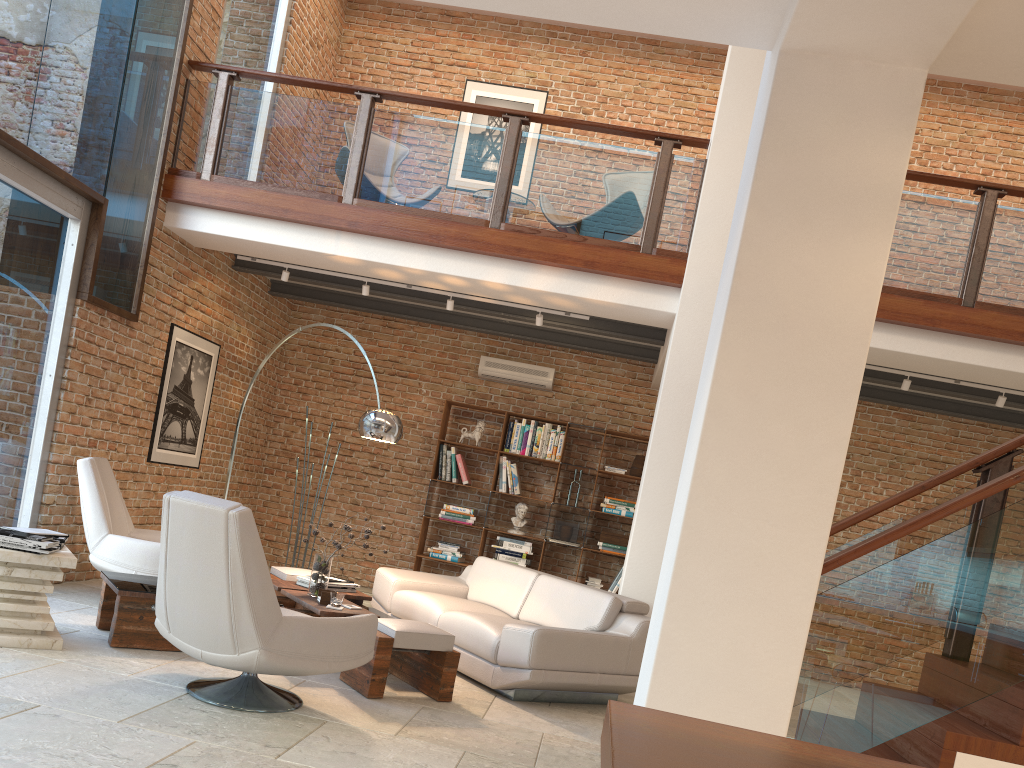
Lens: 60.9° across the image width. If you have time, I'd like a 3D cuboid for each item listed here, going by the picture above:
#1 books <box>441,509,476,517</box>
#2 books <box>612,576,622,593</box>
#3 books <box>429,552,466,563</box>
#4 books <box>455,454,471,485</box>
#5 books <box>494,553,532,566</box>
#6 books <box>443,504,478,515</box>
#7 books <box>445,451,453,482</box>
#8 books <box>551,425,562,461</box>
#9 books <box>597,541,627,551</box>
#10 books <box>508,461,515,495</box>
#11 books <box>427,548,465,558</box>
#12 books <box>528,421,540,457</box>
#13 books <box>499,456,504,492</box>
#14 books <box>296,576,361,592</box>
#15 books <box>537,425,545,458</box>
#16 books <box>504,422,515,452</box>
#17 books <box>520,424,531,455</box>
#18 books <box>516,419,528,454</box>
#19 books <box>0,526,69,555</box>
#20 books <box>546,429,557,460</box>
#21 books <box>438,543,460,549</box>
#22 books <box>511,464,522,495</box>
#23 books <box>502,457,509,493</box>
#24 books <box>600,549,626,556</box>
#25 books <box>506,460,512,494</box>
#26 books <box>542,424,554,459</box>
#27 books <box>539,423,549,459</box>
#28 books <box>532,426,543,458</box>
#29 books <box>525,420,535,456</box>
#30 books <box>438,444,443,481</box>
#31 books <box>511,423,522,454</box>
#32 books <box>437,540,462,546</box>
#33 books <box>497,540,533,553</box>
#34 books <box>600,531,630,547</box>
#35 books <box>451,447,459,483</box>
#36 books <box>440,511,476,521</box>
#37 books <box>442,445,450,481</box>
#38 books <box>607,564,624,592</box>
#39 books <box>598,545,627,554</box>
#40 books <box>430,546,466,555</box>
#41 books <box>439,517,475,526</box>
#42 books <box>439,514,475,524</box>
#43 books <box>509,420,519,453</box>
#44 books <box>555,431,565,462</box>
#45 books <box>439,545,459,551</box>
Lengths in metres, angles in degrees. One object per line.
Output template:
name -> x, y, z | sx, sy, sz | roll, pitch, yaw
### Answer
books -> -0.569, 1.394, 9.422 | 0.355, 0.020, 0.275 | 10, -8, 5
books -> 1.170, 2.055, 9.254 | 0.160, 0.371, 0.245 | 11, -1, 7
books -> -0.697, 1.874, 9.438 | 0.324, 0.055, 0.259 | 9, -8, 16
books -> -0.524, 0.929, 9.423 | 0.194, 0.317, 0.256 | 11, -1, 7
books -> 0.006, 1.876, 9.361 | 0.381, 0.064, 0.245 | 12, -7, -7
books -> -0.553, 1.357, 9.417 | 0.325, 0.055, 0.258 | 10, -7, 8
books -> -0.666, 0.897, 9.444 | 0.102, 0.333, 0.256 | 11, -1, 7
books -> 0.477, 0.642, 9.295 | 0.036, 0.382, 0.245 | 11, 0, 7
books -> 1.094, 1.724, 9.244 | 0.379, 0.036, 0.247 | 10, -8, 5
books -> 0.002, 1.011, 9.362 | 0.124, 0.347, 0.274 | 11, -1, 7
books -> -0.707, 1.826, 9.446 | 0.378, 0.036, 0.247 | 10, -8, 6
books -> 0.237, 0.599, 9.318 | 0.036, 0.382, 0.245 | 11, 0, 7
books -> -0.104, 0.975, 9.376 | 0.101, 0.382, 0.245 | 11, 0, 7
books -> -1.314, 1.418, 6.202 | 0.246, 0.074, 0.410 | 6, -9, 38
books -> 0.318, 0.627, 9.311 | 0.020, 0.358, 0.273 | 11, -1, 7
books -> -0.016, 0.582, 9.353 | 0.055, 0.328, 0.256 | 11, -1, 7
books -> 0.151, 0.612, 9.337 | 0.055, 0.328, 0.256 | 11, -1, 7
books -> 0.109, 0.574, 9.326 | 0.036, 0.382, 0.245 | 11, 0, 7
books -> -2.624, 0.838, 4.735 | 0.392, 0.079, 0.569 | 12, -8, -9
books -> 0.424, 0.660, 9.296 | 0.055, 0.328, 0.256 | 11, -1, 7
books -> -0.682, 1.752, 9.462 | 0.236, 0.019, 0.172 | 11, -8, -1
books -> 0.046, 1.026, 9.344 | 0.157, 0.328, 0.256 | 11, -1, 7
books -> -0.070, 0.978, 9.349 | 0.103, 0.382, 0.245 | 11, 0, 7
books -> 1.111, 1.796, 9.264 | 0.355, 0.020, 0.275 | 10, -8, 5
books -> -0.020, 1.006, 9.355 | 0.124, 0.347, 0.274 | 11, -1, 7
books -> 0.385, 0.626, 9.304 | 0.036, 0.382, 0.245 | 11, 0, 7
books -> 0.350, 0.621, 9.321 | 0.036, 0.382, 0.245 | 11, 0, 7
books -> 0.276, 0.632, 9.300 | 0.055, 0.328, 0.256 | 11, -1, 7
books -> 0.200, 0.590, 9.312 | 0.036, 0.382, 0.245 | 11, 0, 7
books -> -0.751, 0.852, 9.424 | 0.091, 0.383, 0.245 | 11, 0, 7
books -> 0.058, 0.592, 9.328 | 0.055, 0.328, 0.256 | 11, -1, 7
books -> -0.670, 1.725, 9.440 | 0.251, 0.017, 0.164 | 10, -8, 6
books -> 0.033, 1.739, 9.373 | 0.380, 0.064, 0.246 | 11, -7, 0
books -> 1.100, 1.647, 9.250 | 0.334, 0.118, 0.215 | 10, -5, 6
books -> -0.611, 0.879, 9.406 | 0.121, 0.380, 0.245 | 11, 0, 7
books -> -0.574, 1.419, 9.403 | 0.380, 0.036, 0.246 | 11, -8, 0
books -> -0.713, 0.860, 9.429 | 0.091, 0.383, 0.245 | 11, 0, 7
books -> 1.131, 2.052, 9.281 | 0.162, 0.371, 0.245 | 11, -1, 7
books -> 1.105, 1.768, 9.279 | 0.379, 0.036, 0.246 | 11, -8, 1
books -> -0.688, 1.800, 9.433 | 0.380, 0.018, 0.246 | 11, -8, -1
books -> -0.587, 1.485, 9.420 | 0.354, 0.020, 0.275 | 10, -8, 6
books -> -0.591, 1.454, 9.413 | 0.379, 0.036, 0.246 | 11, -8, 1
books -> 0.024, 0.574, 9.348 | 0.020, 0.358, 0.273 | 11, -1, 7
books -> 0.521, 0.681, 9.308 | 0.055, 0.328, 0.256 | 11, -1, 7
books -> -0.682, 1.778, 9.456 | 0.205, 0.033, 0.134 | 10, -7, 6
